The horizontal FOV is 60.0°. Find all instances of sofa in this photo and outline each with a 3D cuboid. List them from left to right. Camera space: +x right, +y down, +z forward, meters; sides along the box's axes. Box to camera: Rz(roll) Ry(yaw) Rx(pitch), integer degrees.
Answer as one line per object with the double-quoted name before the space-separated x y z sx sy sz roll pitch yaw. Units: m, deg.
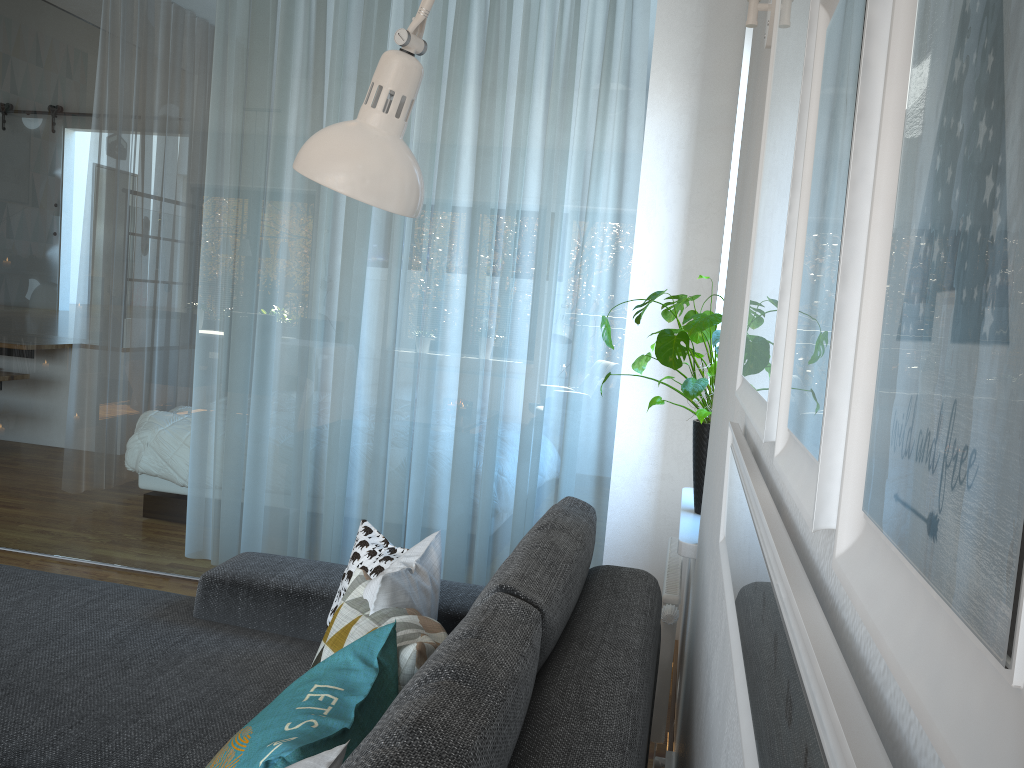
"sofa" -0.959 0.638 1.073 2.162 0.849 2.506 6 5 11

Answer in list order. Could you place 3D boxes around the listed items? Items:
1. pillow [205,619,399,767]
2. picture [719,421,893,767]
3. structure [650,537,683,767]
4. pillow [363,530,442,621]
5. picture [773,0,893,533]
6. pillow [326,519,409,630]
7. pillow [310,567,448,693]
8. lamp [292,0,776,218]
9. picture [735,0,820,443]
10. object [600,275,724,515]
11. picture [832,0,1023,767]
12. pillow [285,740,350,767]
"pillow" -0.287 0.507 1.081 0.273 0.341 0.414 6 5 10
"picture" 0.151 0.135 0.536 0.021 0.136 0.836 6 5 11
"structure" 0.439 0.753 2.514 0.076 0.460 0.816 6 5 9
"pillow" -0.237 0.469 1.644 0.173 0.344 0.359 6 5 11
"picture" 0.145 -0.073 0.395 0.021 0.248 0.166 6 6 11
"pillow" -0.283 0.472 1.878 0.160 0.320 0.333 0 7 -43
"pillow" -0.215 0.511 1.402 0.242 0.363 0.453 3 6 -22
"lamp" 0.029 -0.560 1.221 0.697 0.671 0.200 7 6 20
"picture" 0.223 -0.240 0.723 0.013 0.535 0.389 6 6 11
"object" 0.462 0.024 2.488 0.447 0.676 0.656 5 5 2
"picture" 0.102 -0.059 0.187 0.021 0.248 0.166 6 6 11
"pillow" -0.356 0.546 0.739 0.285 0.369 0.436 6 5 11
